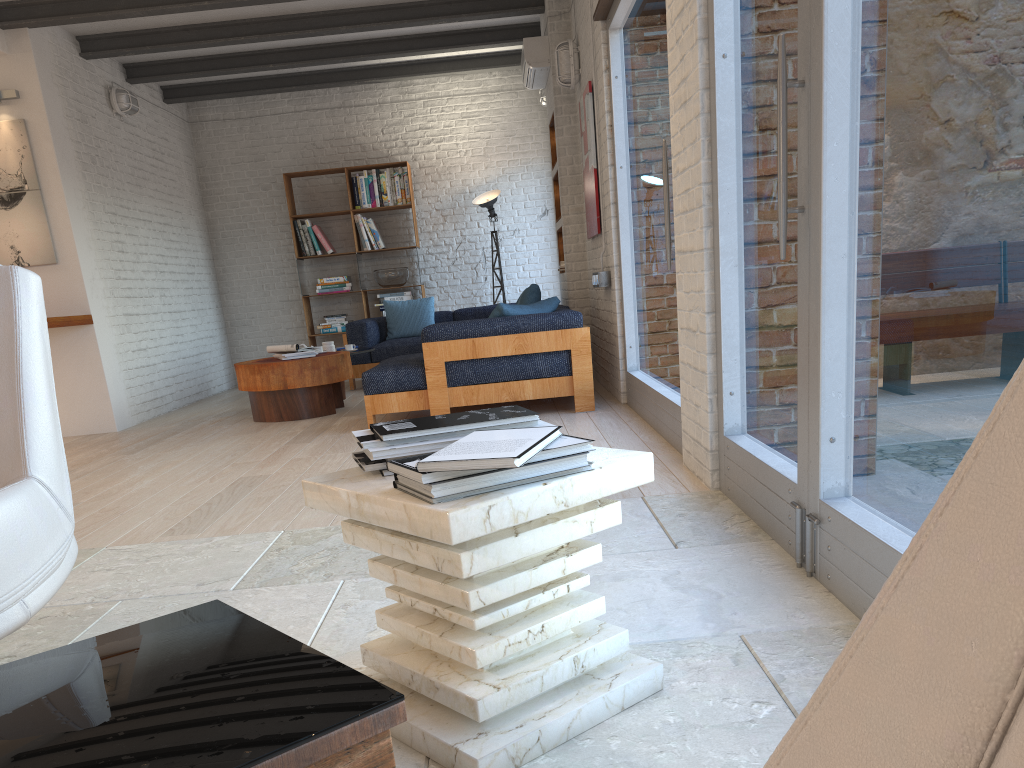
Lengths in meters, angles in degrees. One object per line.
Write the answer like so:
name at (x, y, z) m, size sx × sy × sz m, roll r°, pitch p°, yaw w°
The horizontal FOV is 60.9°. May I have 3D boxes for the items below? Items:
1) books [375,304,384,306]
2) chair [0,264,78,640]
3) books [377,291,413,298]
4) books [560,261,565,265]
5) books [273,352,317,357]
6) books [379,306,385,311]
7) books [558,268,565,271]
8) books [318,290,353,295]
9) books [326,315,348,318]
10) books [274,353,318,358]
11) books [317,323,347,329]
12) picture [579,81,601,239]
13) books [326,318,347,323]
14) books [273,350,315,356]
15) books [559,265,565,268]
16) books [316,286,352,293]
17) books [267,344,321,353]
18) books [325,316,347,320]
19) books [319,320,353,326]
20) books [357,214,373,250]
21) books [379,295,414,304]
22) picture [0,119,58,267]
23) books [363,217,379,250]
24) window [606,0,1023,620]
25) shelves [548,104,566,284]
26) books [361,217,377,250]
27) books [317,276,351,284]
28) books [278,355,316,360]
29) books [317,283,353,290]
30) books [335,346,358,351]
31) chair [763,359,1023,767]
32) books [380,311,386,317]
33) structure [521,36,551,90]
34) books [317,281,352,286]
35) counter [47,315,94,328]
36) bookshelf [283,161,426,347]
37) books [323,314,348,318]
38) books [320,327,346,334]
books at (-1.298, -0.903, 9.756) m, size 0.444 × 0.021 × 0.262 m, roll -6°, pitch 6°, yaw 1°
chair at (-1.453, 0.274, 1.933) m, size 1.029 × 1.056 × 0.932 m, roll -2°, pitch 12°, yaw 17°
books at (-1.303, -0.998, 9.742) m, size 0.380 × 0.038 × 0.235 m, roll -6°, pitch 7°, yaw 1°
books at (0.503, -1.066, 7.675) m, size 0.133 × 0.035 × 0.198 m, roll -4°, pitch 7°, yaw 10°
books at (-1.696, -0.234, 6.801) m, size 0.248 × 0.011 × 0.312 m, roll -9°, pitch 7°, yaw -30°
books at (-1.311, -0.861, 9.755) m, size 0.326 × 0.058 × 0.246 m, roll -6°, pitch 7°, yaw -5°
books at (0.499, -1.013, 7.696) m, size 0.162 × 0.018 × 0.242 m, roll -4°, pitch 7°, yaw 10°
books at (-1.965, -1.022, 9.722) m, size 0.356 × 0.021 × 0.262 m, roll -6°, pitch 6°, yaw 0°
books at (-1.979, -0.757, 9.815) m, size 0.242 × 0.009 × 0.150 m, roll -6°, pitch 6°, yaw 1°
books at (-1.690, -0.226, 6.821) m, size 0.248 × 0.011 × 0.312 m, roll -9°, pitch 7°, yaw -30°
books at (-1.986, -0.661, 9.829) m, size 0.380 × 0.038 × 0.235 m, roll -6°, pitch 7°, yaw 1°
picture at (0.551, -1.552, 6.215) m, size 0.019 × 0.997 × 0.714 m, roll -5°, pitch 13°, yaw 0°
books at (-1.977, -0.717, 9.827) m, size 0.206 × 0.035 × 0.128 m, roll -6°, pitch 7°, yaw 1°
books at (-1.698, -0.244, 6.790) m, size 0.249 × 0.011 × 0.311 m, roll -9°, pitch 7°, yaw -25°
books at (0.504, -1.039, 7.676) m, size 0.171 × 0.019 × 0.228 m, roll -5°, pitch 7°, yaw 2°
books at (-1.976, -1.049, 9.708) m, size 0.379 × 0.038 × 0.236 m, roll -6°, pitch 7°, yaw -4°
books at (-1.712, -0.264, 6.862) m, size 0.321 × 0.113 × 0.264 m, roll -1°, pitch 9°, yaw 33°
books at (-1.985, -0.743, 9.826) m, size 0.236 × 0.019 × 0.165 m, roll -6°, pitch 7°, yaw -6°
books at (-1.972, -0.688, 9.811) m, size 0.379 × 0.019 × 0.236 m, roll -6°, pitch 7°, yaw -7°
books at (-1.606, -1.651, 9.544) m, size 0.103 × 0.398 × 0.234 m, roll -5°, pitch 13°, yaw 0°
books at (-1.294, -0.948, 9.761) m, size 0.379 × 0.067 × 0.236 m, roll -6°, pitch 7°, yaw -5°
picture at (-3.833, -1.393, 6.497) m, size 0.655 × 1.056 × 0.019 m, roll -5°, pitch 16°, yaw 1°
books at (-1.530, -1.644, 9.566) m, size 0.125 × 0.362 × 0.261 m, roll -5°, pitch 13°, yaw 0°
window at (0.759, -2.875, 3.120) m, size 0.648 × 6.638 × 11.886 m, roll -5°, pitch 9°, yaw 0°
shelves at (0.486, -1.597, 7.545) m, size 0.192 × 1.483 × 0.736 m, roll -5°, pitch 14°, yaw 0°
books at (-1.552, -1.641, 9.558) m, size 0.125 × 0.362 × 0.261 m, roll -5°, pitch 13°, yaw 0°
books at (-1.969, -1.155, 9.689) m, size 0.327 × 0.058 × 0.245 m, roll -5°, pitch 7°, yaw 3°
books at (-1.686, -0.214, 6.809) m, size 0.250 × 0.011 × 0.310 m, roll -8°, pitch 7°, yaw -20°
books at (-1.969, -1.086, 9.691) m, size 0.379 × 0.038 × 0.236 m, roll -6°, pitch 7°, yaw -6°
books at (-1.544, -0.323, 7.953) m, size 0.226 × 0.024 × 0.161 m, roll -11°, pitch 9°, yaw -41°
chair at (0.091, 0.318, 0.216) m, size 0.976 × 1.038 × 0.994 m, roll -9°, pitch 12°, yaw -15°
books at (-1.278, -0.804, 9.783) m, size 0.377 × 0.067 × 0.237 m, roll -7°, pitch 7°, yaw -12°
structure at (0.191, -2.654, 7.248) m, size 0.200 × 0.227 × 0.785 m, roll -5°, pitch 7°, yaw 0°
books at (-1.974, -1.116, 9.702) m, size 0.355 × 0.021 × 0.262 m, roll -6°, pitch 6°, yaw -1°
counter at (-4.039, 0.137, 5.707) m, size 1.686 × 0.955 × 2.406 m, roll -5°, pitch 8°, yaw 0°
bookshelf at (-1.663, -1.204, 9.660) m, size 1.318 × 2.290 × 0.349 m, roll -5°, pitch 16°, yaw 1°
books at (-1.978, -0.768, 9.799) m, size 0.252 × 0.018 × 0.156 m, roll -6°, pitch 7°, yaw 1°
books at (-1.961, -0.615, 9.834) m, size 0.327 × 0.058 × 0.245 m, roll -4°, pitch 7°, yaw 10°
